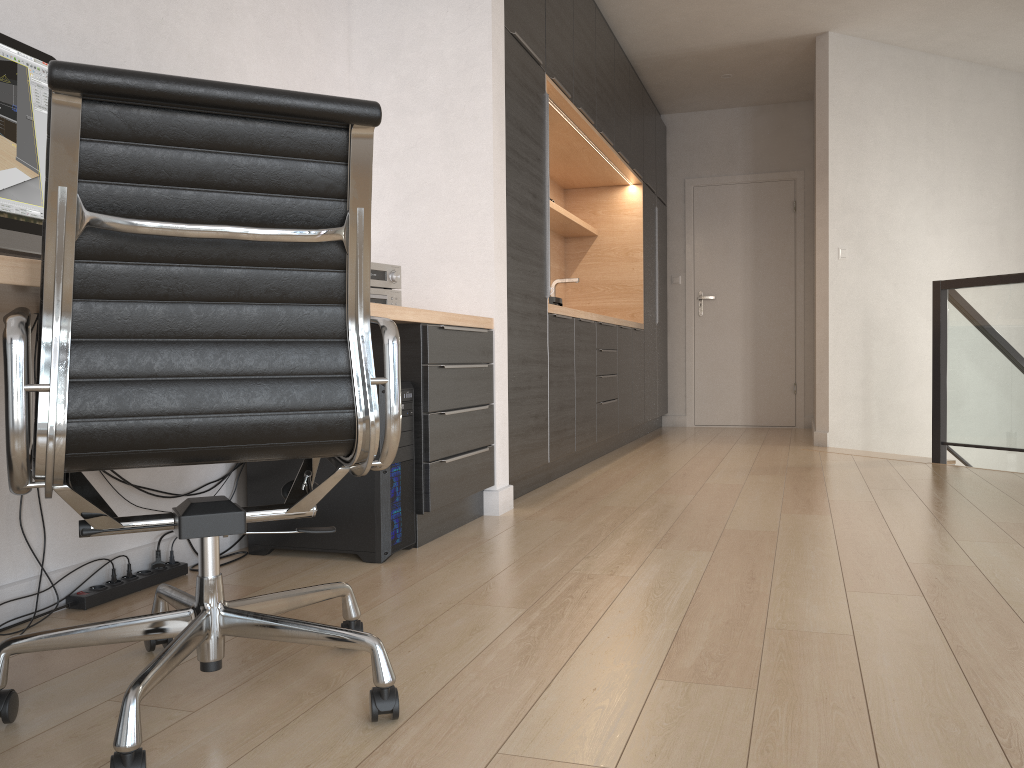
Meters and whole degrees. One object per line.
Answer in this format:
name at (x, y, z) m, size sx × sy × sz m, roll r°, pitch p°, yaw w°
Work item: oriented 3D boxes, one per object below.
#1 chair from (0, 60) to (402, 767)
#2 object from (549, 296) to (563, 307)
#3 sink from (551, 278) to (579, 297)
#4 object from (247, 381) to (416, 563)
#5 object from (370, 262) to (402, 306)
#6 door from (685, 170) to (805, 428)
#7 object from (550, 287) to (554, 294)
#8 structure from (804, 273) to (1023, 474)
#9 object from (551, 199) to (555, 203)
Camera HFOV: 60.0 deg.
chair at (-0.556, 0.056, 1.539) m, size 0.664 × 0.991 × 0.699 m, roll -1°, pitch 2°, yaw -21°
object at (0.006, -0.579, 4.549) m, size 0.584 × 0.398 × 0.618 m, roll 0°, pitch 2°, yaw 18°
sink at (0.482, -0.457, 6.004) m, size 0.512 × 0.518 × 0.626 m, roll 0°, pitch 2°, yaw 18°
object at (-0.553, 0.258, 2.741) m, size 0.474 × 0.527 × 0.215 m, roll 0°, pitch 2°, yaw 18°
object at (-0.568, -0.325, 3.066) m, size 0.270 × 0.174 × 0.285 m, roll 0°, pitch 2°, yaw 33°
door at (1.960, -0.695, 7.499) m, size 0.974 × 2.136 × 0.085 m, roll 0°, pitch 2°, yaw 18°
object at (0.145, -0.444, 4.327) m, size 0.099 × 0.057 × 0.095 m, roll 0°, pitch 2°, yaw 21°
structure at (4.069, 1.596, 4.502) m, size 2.823 × 4.339 × 4.190 m, roll -1°, pitch 2°, yaw -27°
object at (0.223, -1.183, 5.724) m, size 0.100 × 0.093 × 0.066 m, roll 0°, pitch 2°, yaw 28°
